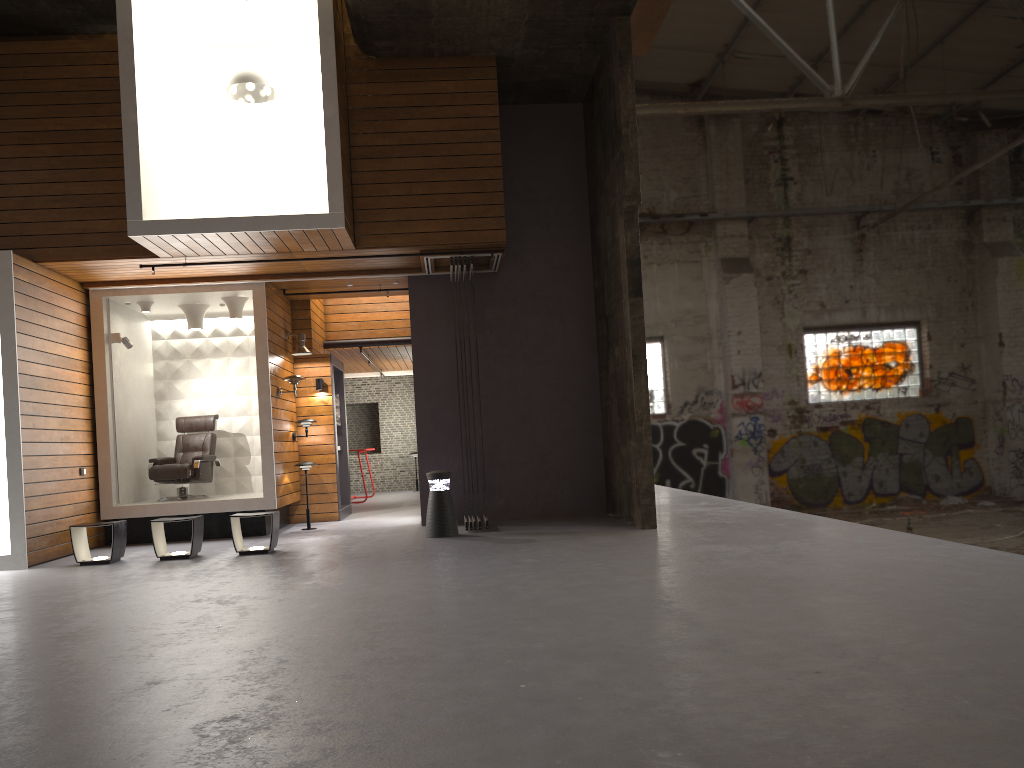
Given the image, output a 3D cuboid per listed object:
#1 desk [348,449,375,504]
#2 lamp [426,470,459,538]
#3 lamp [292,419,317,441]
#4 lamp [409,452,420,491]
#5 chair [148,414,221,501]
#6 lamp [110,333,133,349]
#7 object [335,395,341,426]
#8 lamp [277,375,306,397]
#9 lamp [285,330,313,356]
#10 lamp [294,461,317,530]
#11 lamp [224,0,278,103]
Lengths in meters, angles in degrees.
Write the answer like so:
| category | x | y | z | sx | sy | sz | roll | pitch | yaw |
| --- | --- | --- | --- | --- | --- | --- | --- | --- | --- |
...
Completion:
| category | x | y | z | sx | sy | sz | roll | pitch | yaw |
| --- | --- | --- | --- | --- | --- | --- | --- | --- | --- |
| desk | -3.077 | 1.748 | 16.861 | 0.844 | 0.984 | 1.719 | -3 | -3 | -4 |
| lamp | -0.757 | 1.261 | 9.379 | 0.348 | 0.695 | 0.348 | -3 | -1 | 2 |
| lamp | -2.760 | 0.605 | 11.816 | 0.326 | 0.296 | 0.288 | -3 | -2 | -4 |
| lamp | -2.086 | 1.905 | 19.312 | 0.287 | 0.861 | 0.288 | -3 | -1 | -7 |
| chair | -4.189 | 0.934 | 11.349 | 0.755 | 1.070 | 0.825 | -4 | -2 | 11 |
| lamp | -4.624 | -0.512 | 10.507 | 0.248 | 0.188 | 0.129 | -1 | -3 | -35 |
| object | -2.806 | 0.408 | 13.443 | 0.380 | 0.478 | 0.048 | -3 | -1 | -4 |
| lamp | -2.717 | 0.022 | 10.938 | 0.351 | 0.271 | 0.288 | -3 | -2 | -4 |
| lamp | -2.809 | -0.553 | 11.693 | 0.346 | 0.331 | 0.295 | -3 | -2 | -2 |
| lamp | -2.577 | 1.399 | 11.147 | 0.287 | 0.861 | 0.288 | -3 | -1 | -18 |
| lamp | -2.685 | -3.456 | 9.040 | 0.530 | 0.986 | 0.530 | -4 | -2 | 8 |
